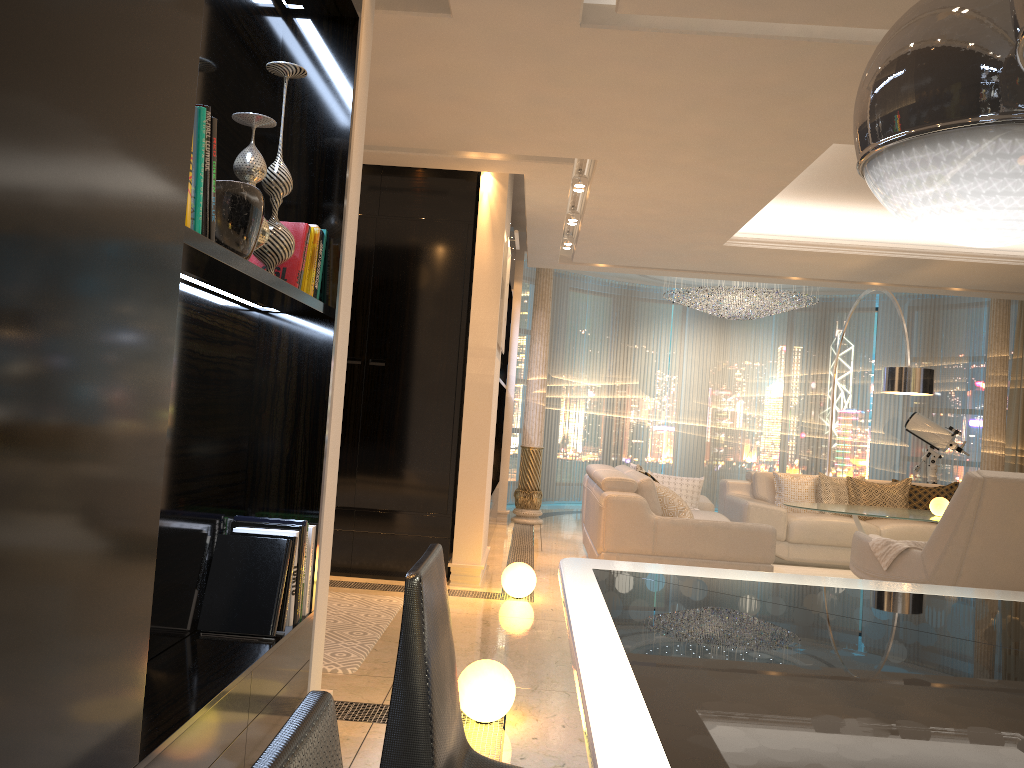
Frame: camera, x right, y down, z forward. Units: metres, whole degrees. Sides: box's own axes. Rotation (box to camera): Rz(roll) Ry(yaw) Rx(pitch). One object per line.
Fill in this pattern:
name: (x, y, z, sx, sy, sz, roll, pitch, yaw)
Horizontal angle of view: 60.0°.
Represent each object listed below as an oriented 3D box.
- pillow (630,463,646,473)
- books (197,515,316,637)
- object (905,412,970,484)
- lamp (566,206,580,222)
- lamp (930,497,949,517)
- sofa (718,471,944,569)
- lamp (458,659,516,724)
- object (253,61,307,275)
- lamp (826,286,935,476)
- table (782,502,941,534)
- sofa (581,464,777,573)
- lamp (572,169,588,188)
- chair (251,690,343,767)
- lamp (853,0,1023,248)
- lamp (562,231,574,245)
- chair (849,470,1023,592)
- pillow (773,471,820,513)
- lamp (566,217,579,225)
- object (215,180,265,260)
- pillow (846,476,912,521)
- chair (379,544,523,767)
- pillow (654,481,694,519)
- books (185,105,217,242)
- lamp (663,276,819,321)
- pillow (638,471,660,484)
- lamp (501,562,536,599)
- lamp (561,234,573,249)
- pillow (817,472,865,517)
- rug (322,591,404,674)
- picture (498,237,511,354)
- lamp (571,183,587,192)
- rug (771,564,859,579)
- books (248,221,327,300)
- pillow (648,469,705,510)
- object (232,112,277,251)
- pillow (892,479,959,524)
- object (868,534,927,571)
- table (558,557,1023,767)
pillow: (1.103, 0.848, 7.252, 0.255, 0.399, 0.526, 4, -2, 2)
books: (-0.728, 0.545, 2.571, 0.222, 0.296, 0.345, 4, -2, 2)
object: (4.499, 1.039, 9.444, 0.616, 1.471, 0.570, 4, -2, 8)
lamp: (0.482, -1.341, 6.980, 0.107, 0.127, 0.107, 4, -2, 13)
lamp: (3.208, 0.920, 6.644, 0.143, 0.143, 0.143, 5, -2, -14)
sofa: (3.151, 1.249, 8.091, 2.328, 0.754, 1.145, 4, -2, 2)
lamp: (-0.093, 1.098, 3.174, 0.212, 0.214, 0.213, 2, -3, 41)
object: (-0.647, -0.568, 2.451, 0.121, 0.612, 0.121, 4, -2, -3)
lamp: (3.214, 0.364, 8.013, 0.393, 2.519, 2.009, 4, -2, 2)
table: (3.118, 1.271, 6.722, 2.140, 0.565, 0.999, 4, -2, 1)
sofa: (1.167, 1.059, 6.845, 1.145, 0.754, 2.328, 4, -2, 2)
lamp: (0.458, -1.382, 5.951, 0.107, 0.127, 0.107, 4, -2, 13)
chair: (0.036, 0.683, 0.543, 0.496, 0.858, 0.523, 4, -2, 2)
lamp: (0.752, -0.850, 0.661, 0.408, 1.226, 1.827, 4, -2, 2)
lamp: (0.505, -1.303, 7.922, 0.107, 0.127, 0.107, 5, -2, -17)
chair: (2.625, 0.978, 5.116, 1.027, 0.991, 0.983, 4, -2, 1)
pillow: (2.635, 1.011, 8.169, 0.463, 0.380, 0.222, 4, -2, 6)
lamp: (0.485, -1.336, 7.102, 0.107, 0.127, 0.107, 5, -2, -17)
object: (-0.674, -0.363, 2.026, 0.193, 0.177, 0.375, 4, -2, 2)
pillow: (3.349, 1.054, 8.105, 0.575, 0.436, 0.301, 4, -2, 8)
chair: (0.056, 0.717, 1.391, 0.496, 0.858, 0.523, 4, -2, 2)
pillow: (1.131, 0.865, 6.334, 0.351, 0.329, 0.521, 4, -2, 2)
books: (-0.695, -0.425, 1.717, 0.210, 0.270, 0.236, 4, -2, 1)
lamp: (2.766, -1.115, 10.780, 2.109, 0.685, 2.109, 6, -3, -43)
pillow: (1.134, 0.848, 6.793, 0.323, 0.355, 0.524, 4, -2, 2)
lamp: (0.042, 1.193, 5.397, 0.212, 0.214, 0.213, 2, -3, 41)
lamp: (0.502, -1.286, 8.052, 0.107, 0.127, 0.107, 5, -2, -17)
pillow: (3.032, 1.039, 8.187, 0.587, 0.429, 0.288, 5, -2, -24)
rug: (-3.125, 1.029, 4.435, 5.025, 0.015, 1.526, 4, -2, 2)
picture: (-0.052, -0.589, 6.096, 0.027, 0.729, 0.610, 4, -2, 2)
lamp: (0.460, -1.378, 6.066, 0.107, 0.127, 0.107, 4, -2, 13)
rug: (3.121, 1.567, 6.700, 2.900, 0.020, 1.661, 4, -2, 1)
books: (-0.674, -0.373, 2.637, 0.189, 0.238, 0.290, 4, -2, 0)
pillow: (1.363, 0.906, 7.534, 0.521, 0.325, 0.281, 4, -2, 11)
object: (-0.684, -0.479, 2.297, 0.121, 0.416, 0.121, 4, -2, -3)
pillow: (3.749, 1.081, 8.070, 0.575, 0.436, 0.301, 3, -3, 33)
object: (2.818, 1.192, 5.157, 1.347, 0.580, 0.972, 2, -3, 39)
table: (0.693, 0.783, 0.623, 1.293, 0.759, 3.031, 4, -2, 2)
